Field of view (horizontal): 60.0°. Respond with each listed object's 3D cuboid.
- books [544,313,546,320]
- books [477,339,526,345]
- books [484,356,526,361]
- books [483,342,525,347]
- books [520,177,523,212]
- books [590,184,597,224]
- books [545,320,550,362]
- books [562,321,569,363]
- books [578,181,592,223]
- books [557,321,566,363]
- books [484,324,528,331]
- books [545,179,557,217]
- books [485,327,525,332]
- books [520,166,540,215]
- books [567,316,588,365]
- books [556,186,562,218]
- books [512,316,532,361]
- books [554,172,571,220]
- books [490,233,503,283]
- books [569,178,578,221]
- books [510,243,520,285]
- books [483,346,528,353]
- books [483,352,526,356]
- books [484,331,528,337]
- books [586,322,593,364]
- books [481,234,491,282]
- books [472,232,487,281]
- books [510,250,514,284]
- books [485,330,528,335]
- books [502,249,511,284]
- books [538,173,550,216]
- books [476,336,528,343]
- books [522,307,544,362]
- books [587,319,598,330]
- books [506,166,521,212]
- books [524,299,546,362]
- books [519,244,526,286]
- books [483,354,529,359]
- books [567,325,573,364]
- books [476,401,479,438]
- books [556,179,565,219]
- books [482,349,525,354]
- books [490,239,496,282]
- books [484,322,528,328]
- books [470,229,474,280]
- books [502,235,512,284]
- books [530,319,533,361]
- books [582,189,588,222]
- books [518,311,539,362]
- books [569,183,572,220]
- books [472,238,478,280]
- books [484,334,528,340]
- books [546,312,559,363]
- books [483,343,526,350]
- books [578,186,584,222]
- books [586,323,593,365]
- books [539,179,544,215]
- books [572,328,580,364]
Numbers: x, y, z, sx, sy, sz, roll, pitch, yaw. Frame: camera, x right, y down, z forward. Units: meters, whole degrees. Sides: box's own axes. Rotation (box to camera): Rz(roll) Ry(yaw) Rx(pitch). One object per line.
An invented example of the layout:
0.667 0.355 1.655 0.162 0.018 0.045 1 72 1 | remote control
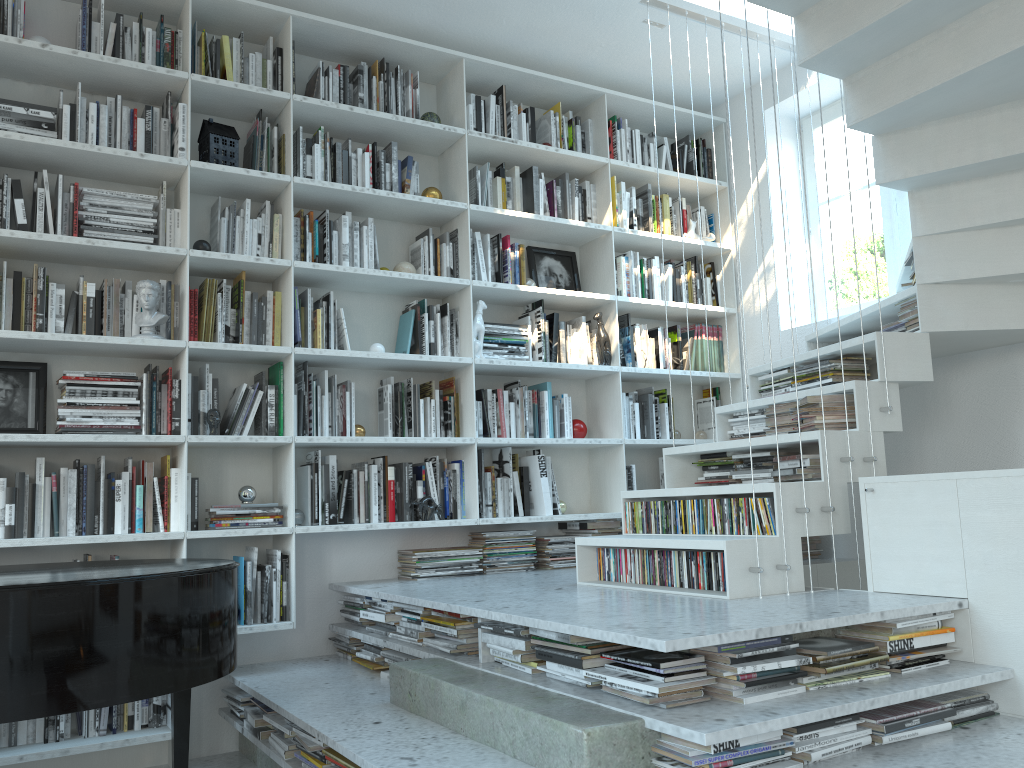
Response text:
0.139 -0.210 4.532 0.013 0.280 0.131 2 -8 -30 | books
-0.080 -0.197 4.390 0.254 0.012 0.161 2 -9 -25 | books
-0.081 -0.112 4.380 0.254 0.012 0.161 3 -10 -34 | books
-0.087 -0.183 4.397 0.254 0.012 0.161 2 -9 -30 | books
0.010 -0.923 4.553 0.025 0.238 0.143 2 -8 -30 | books
0.396 -0.920 4.773 0.031 0.265 0.169 2 -8 -30 | books
0.130 -0.192 4.503 0.030 0.236 0.179 2 -9 -30 | books
0.241 -0.189 4.601 0.031 0.249 0.133 2 -8 -30 | books
0.370 -0.930 4.762 0.026 0.283 0.147 2 -8 -30 | books
0.223 -0.189 4.569 0.031 0.242 0.147 2 -8 -30 | books
-0.086 -0.267 4.405 0.285 0.012 0.159 3 -9 -32 | books
0.176 -0.919 4.626 0.014 0.239 0.189 2 -9 -30 | books
-0.085 -0.255 4.403 0.254 0.012 0.161 2 -9 -28 | books
0.060 -0.942 4.525 0.032 0.265 0.246 2 -9 -30 | books
0.326 -0.201 4.614 0.021 0.270 0.192 2 -8 -30 | books
0.204 -0.906 4.649 0.031 0.217 0.165 2 -9 -30 | books
0.051 -0.202 4.469 0.012 0.253 0.161 2 -8 -30 | books
0.247 -0.943 4.674 0.022 0.294 0.181 2 -8 -30 | books
-0.096 -0.590 4.436 0.012 0.287 0.177 2 -8 -30 | books
0.294 -0.930 4.701 0.036 0.271 0.177 2 -8 -30 | books
-0.013 -0.569 4.484 0.021 0.253 0.167 2 -8 -30 | books
-0.084 -0.160 4.390 0.285 0.012 0.159 3 -9 -32 | books
-0.082 -0.136 4.383 0.254 0.012 0.161 2 -9 -26 | books
-0.081 -0.232 4.394 0.285 0.012 0.159 3 -10 -35 | books
0.372 -0.188 4.660 0.024 0.254 0.145 2 -8 -30 | books
-0.150 -0.589 4.420 0.012 0.284 0.159 2 -8 -30 | books
-0.184 -0.593 4.394 0.065 0.288 0.146 2 -8 -30 | books
-0.036 -0.550 4.468 0.033 0.212 0.153 2 -9 -30 | books
-0.085 -0.243 4.402 0.285 0.012 0.159 2 -9 -28 | books
-0.060 -0.551 4.436 0.013 0.206 0.190 2 -9 -30 | books
0.137 -0.939 4.634 0.048 0.282 0.162 2 -8 -30 | books
-0.082 -0.208 4.395 0.285 0.012 0.159 3 -9 -33 | books
0.106 -0.225 4.486 0.011 0.299 0.184 2 -8 -30 | books
0.430 -0.197 4.713 0.029 0.283 0.139 2 -8 -30 | books
-0.008 -0.949 4.536 0.026 0.287 0.156 2 -8 -30 | books
0.115 -0.244 4.493 0.010 0.338 0.180 2 -8 -30 | books
0.013 -0.565 4.487 0.026 0.243 0.178 2 -9 -30 | books
-0.080 -0.125 4.379 0.285 0.012 0.159 2 -9 -25 | books
0.267 -0.181 4.614 0.028 0.235 0.129 2 -8 -30 | books
-0.209 0.183 4.258 0.023 0.186 0.159 2 -9 -30 | books
0.222 -0.927 4.673 0.023 0.263 0.156 2 -8 -30 | books
-0.084 -0.148 4.388 0.254 0.012 0.161 2 -9 -28 | books
-0.131 -0.578 4.441 0.043 0.268 0.131 2 -8 -30 | books
-0.086 -0.279 4.406 0.285 0.012 0.159 2 -9 -28 | books
-0.230 -0.601 4.372 0.015 0.300 0.140 2 -8 -30 | books
-0.055 -0.587 4.457 0.014 0.284 0.176 2 -8 -30 | books
0.058 -0.196 4.493 0.023 0.246 0.138 2 -8 -30 | books
0.349 -0.906 4.750 0.022 0.233 0.158 2 -8 -30 | books
0.083 -0.215 4.502 0.012 0.284 0.159 2 -8 -30 | books
0.269 -0.918 4.696 0.011 0.248 0.152 2 -8 -30 | books
-0.213 -0.575 4.367 0.011 0.247 0.156 2 -8 -30 | books
-0.084 -0.220 4.399 0.285 0.012 0.159 2 -9 -28 | books
0.177 -0.211 4.539 0.059 0.281 0.167 2 -8 -30 | books
-0.081 -0.172 4.386 0.254 0.012 0.161 3 -10 -35 | books
0.319 -0.912 4.722 0.030 0.241 0.162 2 -8 -30 | books
0.352 -0.184 4.630 0.041 0.239 0.177 2 -9 -30 | books
0.103 -0.918 4.580 0.030 0.229 0.187 2 -9 -30 | books
0.294 -0.170 4.620 0.025 0.212 0.155 2 -9 -30 | books
